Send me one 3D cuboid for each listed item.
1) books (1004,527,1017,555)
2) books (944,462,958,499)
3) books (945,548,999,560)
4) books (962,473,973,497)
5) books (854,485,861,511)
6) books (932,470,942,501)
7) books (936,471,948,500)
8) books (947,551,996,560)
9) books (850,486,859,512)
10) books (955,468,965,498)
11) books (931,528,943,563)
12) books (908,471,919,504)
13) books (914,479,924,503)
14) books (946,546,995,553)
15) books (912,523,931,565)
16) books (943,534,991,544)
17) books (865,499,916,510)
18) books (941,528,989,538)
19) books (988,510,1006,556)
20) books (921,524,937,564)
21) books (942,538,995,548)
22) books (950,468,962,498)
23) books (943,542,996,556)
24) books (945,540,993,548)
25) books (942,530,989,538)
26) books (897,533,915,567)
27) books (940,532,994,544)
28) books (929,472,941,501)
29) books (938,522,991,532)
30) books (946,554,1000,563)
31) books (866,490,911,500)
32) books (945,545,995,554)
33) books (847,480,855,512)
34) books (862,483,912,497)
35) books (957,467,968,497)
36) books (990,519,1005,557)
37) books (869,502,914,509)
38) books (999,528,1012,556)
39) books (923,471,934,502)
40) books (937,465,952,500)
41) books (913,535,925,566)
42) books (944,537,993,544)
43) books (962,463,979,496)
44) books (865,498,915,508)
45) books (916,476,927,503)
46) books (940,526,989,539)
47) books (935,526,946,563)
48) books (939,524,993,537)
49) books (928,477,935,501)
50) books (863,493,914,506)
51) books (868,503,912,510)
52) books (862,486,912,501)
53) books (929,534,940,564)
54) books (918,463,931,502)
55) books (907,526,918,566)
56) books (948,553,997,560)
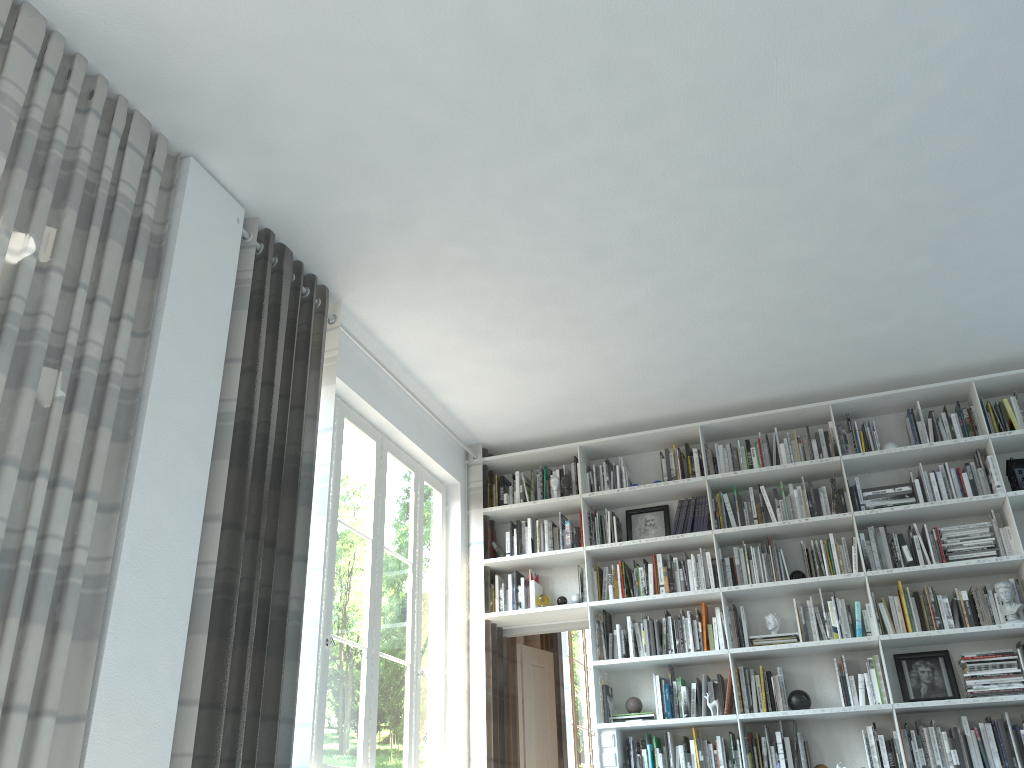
[{"bbox_3d":[2.911,0.955,5.185,0.030,0.204,0.159,-10,-28,17],"label":"books"},{"bbox_3d":[2.679,0.637,5.420,0.023,0.268,0.185,-10,-28,17],"label":"books"},{"bbox_3d":[2.703,1.012,5.232,0.285,0.012,0.160,-9,-28,14],"label":"books"},{"bbox_3d":[2.756,0.655,5.372,0.029,0.187,0.176,-10,-28,17],"label":"books"},{"bbox_3d":[2.175,0.758,5.570,0.013,0.217,0.142,-10,-28,17],"label":"books"},{"bbox_3d":[2.613,0.666,5.445,0.012,0.243,0.132,-10,-28,17],"label":"books"},{"bbox_3d":[2.629,0.669,5.425,0.028,0.218,0.184,-10,-28,17],"label":"books"},{"bbox_3d":[2.705,1.025,5.231,0.254,0.012,0.161,-10,-28,16],"label":"books"},{"bbox_3d":[2.152,0.763,5.560,0.027,0.200,0.168,-10,-28,17],"label":"books"},{"bbox_3d":[2.729,0.647,5.399,0.010,0.229,0.153,-10,-28,17],"label":"books"},{"bbox_3d":[2.539,1.001,5.295,0.015,0.243,0.184,-10,-28,17],"label":"books"},{"bbox_3d":[2.486,0.681,5.476,0.012,0.253,0.161,-10,-28,17],"label":"books"},{"bbox_3d":[2.503,0.705,5.452,0.025,0.186,0.194,-10,-28,17],"label":"books"},{"bbox_3d":[2.704,1.002,5.240,0.254,0.012,0.161,-12,-29,19],"label":"books"},{"bbox_3d":[2.468,0.997,5.333,0.049,0.289,0.163,-10,-28,17],"label":"books"},{"bbox_3d":[2.701,0.938,5.272,0.254,0.012,0.161,-12,-29,19],"label":"books"},{"bbox_3d":[2.343,0.764,5.499,0.285,0.012,0.160,-9,-28,14],"label":"books"},{"bbox_3d":[2.700,0.904,5.290,0.254,0.012,0.161,-12,-29,19],"label":"books"},{"bbox_3d":[2.861,0.913,5.223,0.012,0.317,0.140,-10,-28,17],"label":"books"},{"bbox_3d":[2.497,0.995,5.306,0.021,0.267,0.192,-10,-28,17],"label":"books"},{"bbox_3d":[2.701,0.958,5.260,0.285,0.012,0.160,-12,-29,19],"label":"books"},{"bbox_3d":[2.698,0.650,5.395,0.023,0.222,0.191,-10,-28,17],"label":"books"},{"bbox_3d":[2.704,0.982,5.253,0.285,0.012,0.160,-11,-29,18],"label":"books"},{"bbox_3d":[2.703,0.971,5.258,0.254,0.012,0.161,-11,-29,18],"label":"books"},{"bbox_3d":[2.699,0.914,5.278,0.254,0.012,0.161,-13,-29,21],"label":"books"},{"bbox_3d":[2.377,1.034,5.341,0.066,0.235,0.154,-10,-28,17],"label":"books"},{"bbox_3d":[2.702,0.928,5.280,0.285,0.012,0.160,-10,-28,16],"label":"books"},{"bbox_3d":[2.591,0.676,5.433,0.027,0.215,0.191,-10,-28,17],"label":"books"},{"bbox_3d":[2.699,0.872,5.306,0.285,0.012,0.160,-12,-29,19],"label":"books"},{"bbox_3d":[2.706,1.046,5.220,0.285,0.012,0.160,-11,-29,18],"label":"books"},{"bbox_3d":[2.342,0.715,5.522,0.254,0.025,0.161,-9,-28,13],"label":"books"},{"bbox_3d":[2.703,0.991,5.245,0.254,0.012,0.161,-10,-28,15],"label":"books"},{"bbox_3d":[2.139,0.752,5.595,0.012,0.253,0.161,-10,-28,17],"label":"books"},{"bbox_3d":[2.344,0.676,5.552,0.285,0.024,0.160,-11,-29,17],"label":"books"},{"bbox_3d":[2.737,0.642,5.391,0.012,0.229,0.159,-10,-28,17],"label":"books"},{"bbox_3d":[2.845,0.937,5.198,0.012,0.253,0.161,-10,-28,17],"label":"books"},{"bbox_3d":[2.343,0.775,5.494,0.254,0.012,0.161,-9,-28,14],"label":"books"},{"bbox_3d":[2.881,0.961,5.187,0.030,0.197,0.172,-10,-28,17],"label":"books"},{"bbox_3d":[2.559,0.674,5.450,0.021,0.236,0.172,-10,-28,17],"label":"books"},{"bbox_3d":[2.662,0.649,5.446,0.029,0.272,0.141,-10,-28,17],"label":"books"},{"bbox_3d":[2.442,1.034,5.322,0.024,0.215,0.148,-10,-28,17],"label":"books"},{"bbox_3d":[2.701,0.948,5.265,0.254,0.012,0.161,-9,-28,14],"label":"books"},{"bbox_3d":[2.783,0.623,5.376,0.032,0.247,0.174,-10,-28,17],"label":"books"},{"bbox_3d":[2.343,0.755,5.507,0.285,0.012,0.160,-10,-28,15],"label":"books"},{"bbox_3d":[2.535,0.697,5.478,0.024,0.222,0.129,-10,-28,17],"label":"books"},{"bbox_3d":[2.701,0.895,5.299,0.254,0.012,0.161,-11,-29,17],"label":"books"},{"bbox_3d":[2.548,0.992,5.281,0.013,0.245,0.177,-10,-28,17],"label":"books"},{"bbox_3d":[2.697,0.879,5.295,0.285,0.012,0.160,-8,-28,12],"label":"books"},{"bbox_3d":[2.578,0.691,5.448,0.011,0.203,0.134,-10,-28,17],"label":"books"},{"bbox_3d":[2.342,0.736,5.508,0.285,0.024,0.160,-13,-29,21],"label":"books"},{"bbox_3d":[2.342,0.784,5.485,0.254,0.012,0.161,-13,-29,21],"label":"books"},{"bbox_3d":[2.343,0.695,5.536,0.285,0.024,0.160,-12,-29,19],"label":"books"},{"bbox_3d":[2.524,1.021,5.301,0.024,0.215,0.133,-10,-28,17],"label":"books"},{"bbox_3d":[2.537,0.650,5.452,0.011,0.282,0.191,-10,-28,17],"label":"books"},{"bbox_3d":[2.422,1.010,5.350,0.022,0.284,0.131,-10,-28,17],"label":"books"},{"bbox_3d":[2.706,1.036,5.227,0.254,0.012,0.161,-11,-29,17],"label":"books"}]
